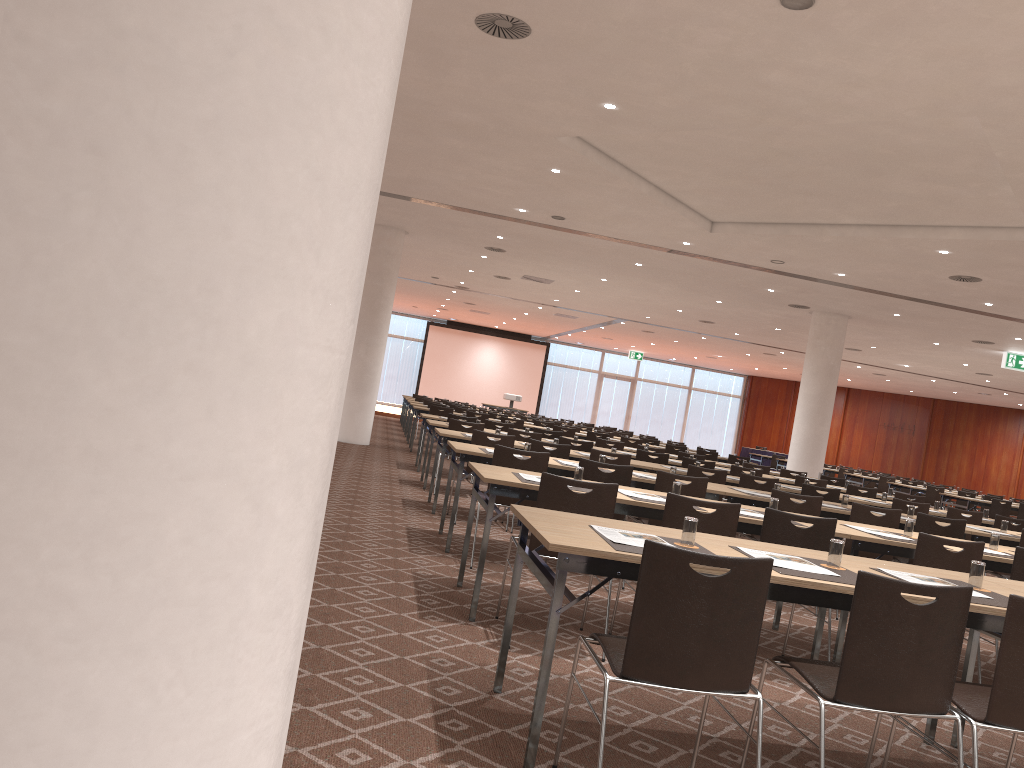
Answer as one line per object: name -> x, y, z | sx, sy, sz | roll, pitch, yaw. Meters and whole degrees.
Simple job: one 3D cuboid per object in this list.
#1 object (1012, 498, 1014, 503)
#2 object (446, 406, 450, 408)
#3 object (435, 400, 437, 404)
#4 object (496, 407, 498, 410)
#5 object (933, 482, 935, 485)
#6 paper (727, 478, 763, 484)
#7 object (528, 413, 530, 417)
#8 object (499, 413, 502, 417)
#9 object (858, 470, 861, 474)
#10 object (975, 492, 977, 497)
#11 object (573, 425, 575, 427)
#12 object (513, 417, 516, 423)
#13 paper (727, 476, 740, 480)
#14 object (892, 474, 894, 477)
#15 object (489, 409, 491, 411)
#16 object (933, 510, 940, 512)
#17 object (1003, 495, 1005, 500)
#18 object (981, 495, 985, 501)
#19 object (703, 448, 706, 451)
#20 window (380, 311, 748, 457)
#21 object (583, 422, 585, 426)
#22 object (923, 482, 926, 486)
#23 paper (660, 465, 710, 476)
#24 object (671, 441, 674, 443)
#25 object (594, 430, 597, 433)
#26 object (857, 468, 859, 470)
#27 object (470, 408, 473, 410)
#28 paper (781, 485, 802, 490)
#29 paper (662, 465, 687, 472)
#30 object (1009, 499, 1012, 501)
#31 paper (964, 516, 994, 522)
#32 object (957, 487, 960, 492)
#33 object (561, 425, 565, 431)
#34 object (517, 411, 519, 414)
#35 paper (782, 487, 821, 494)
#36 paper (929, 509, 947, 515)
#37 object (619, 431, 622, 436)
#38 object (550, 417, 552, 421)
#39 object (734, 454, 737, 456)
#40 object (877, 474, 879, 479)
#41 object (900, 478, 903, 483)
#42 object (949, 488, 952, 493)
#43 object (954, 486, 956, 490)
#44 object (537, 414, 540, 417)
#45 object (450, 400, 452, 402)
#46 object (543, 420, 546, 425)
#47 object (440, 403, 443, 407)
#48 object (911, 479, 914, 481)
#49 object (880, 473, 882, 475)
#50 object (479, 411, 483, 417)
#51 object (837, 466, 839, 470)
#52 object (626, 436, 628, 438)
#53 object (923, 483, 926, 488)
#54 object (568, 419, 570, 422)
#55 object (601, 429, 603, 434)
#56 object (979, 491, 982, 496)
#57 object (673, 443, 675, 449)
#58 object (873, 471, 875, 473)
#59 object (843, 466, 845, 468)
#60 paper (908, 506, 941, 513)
object -> 11.808, 2.747, 20.912 | 0.054, 0.114, 0.054 | 9, 0, 25
object -> -1.229, 0.475, 16.960 | 0.054, 0.114, 0.054 | 10, -1, -42
object -> -1.797, 0.440, 20.905 | 0.054, 0.114, 0.054 | 10, -1, -42
object -> -0.451, 0.766, 27.183 | 0.054, 0.114, 0.054 | 9, 0, 25
object -> 11.861, 2.819, 24.944 | 0.054, 0.114, 0.054 | 10, -1, -42
paper -> 2.554, 1.065, 9.800 | 0.460, 0.003, 0.565 | 10, -1, -8
object -> 0.481, 0.895, 25.292 | 0.054, 0.114, 0.054 | 9, 0, 25
object -> -0.253, 0.674, 19.121 | 0.054, 0.114, 0.054 | 10, -1, -42
object -> 9.655, 2.440, 24.624 | 0.054, 0.114, 0.054 | 10, 0, -20
object -> 10.858, 2.584, 20.765 | 0.054, 0.114, 0.054 | 10, -1, -42
object -> 1.345, 0.949, 19.348 | 0.054, 0.114, 0.054 | 10, -1, -42
object -> 0.047, 0.694, 17.133 | 0.054, 0.114, 0.054 | 9, 0, 25
paper -> 2.500, 1.053, 9.875 | 0.284, 0.006, 0.398 | 10, -1, -10
object -> 11.577, 2.802, 26.931 | 0.054, 0.114, 0.054 | 10, -1, -42
object -> -0.525, 0.659, 21.097 | 0.054, 0.114, 0.054 | 9, 0, 25
object -> 4.912, 1.471, 10.287 | 0.102, 0.001, 0.102 | 9, -1, 25
object -> 12.792, 2.948, 23.068 | 0.054, 0.114, 0.054 | 10, -1, -42
object -> 9.874, 2.383, 18.595 | 0.054, 0.114, 0.054 | 10, -1, -42
object -> 3.833, 1.345, 17.698 | 0.054, 0.114, 0.054 | 9, 0, 25
window -> -1.208, -0.394, 37.159 | 22.967, 3.872, 0.217 | 10, 0, -8
object -> 2.057, 1.166, 25.525 | 0.054, 0.114, 0.054 | 9, 0, 25
object -> 10.577, 2.567, 22.740 | 0.054, 0.114, 0.054 | 10, 0, -20
paper -> 1.925, 0.957, 9.732 | 0.460, 0.003, 0.565 | 10, -1, -7
object -> 3.558, 1.329, 19.684 | 0.054, 0.114, 0.054 | 9, 0, 25
object -> 1.630, 0.966, 17.375 | 0.054, 0.114, 0.054 | 10, -1, -42
object -> 11.294, 2.785, 28.911 | 0.054, 0.114, 0.054 | 10, -1, -42
object -> -0.871, 0.568, 19.020 | 0.054, 0.114, 0.054 | 10, -1, -42
paper -> 3.103, 1.157, 9.970 | 0.284, 0.006, 0.398 | 10, -1, -8
paper -> 1.842, 0.941, 9.801 | 0.283, 0.006, 0.398 | 10, -1, -7
object -> 10.506, 2.492, 18.686 | 0.054, 0.114, 0.054 | 10, -1, -42
paper -> 5.379, 1.551, 10.228 | 0.460, 0.003, 0.565 | 10, -1, -10
object -> 11.510, 2.727, 22.878 | 0.054, 0.114, 0.054 | 10, -1, -42
object -> 0.993, 0.857, 17.270 | 0.054, 0.114, 0.054 | 10, -1, -42
object -> 0.190, 0.876, 27.265 | 0.054, 0.114, 0.054 | 9, 0, 25
paper -> 3.165, 1.171, 9.915 | 0.460, 0.003, 0.565 | 10, -1, -10
paper -> 4.753, 1.443, 10.147 | 0.460, 0.003, 0.565 | 10, -1, -9
object -> 2.638, 1.203, 21.571 | 0.054, 0.114, 0.054 | 9, 0, 25
object -> 1.110, 1.003, 25.380 | 0.054, 0.114, 0.054 | 9, 0, 25
object -> 4.480, 1.456, 17.789 | 0.054, 0.114, 0.054 | 10, -1, -42
object -> 9.303, 2.348, 22.547 | 0.054, 0.114, 0.054 | 10, 0, -20
object -> 9.940, 2.458, 22.651 | 0.054, 0.114, 0.054 | 10, 0, -20
object -> 10.223, 2.475, 20.673 | 0.054, 0.114, 0.054 | 10, -1, -42
object -> 12.500, 2.929, 25.048 | 0.054, 0.114, 0.054 | 10, -1, -42
object -> 0.818, 0.984, 27.368 | 0.054, 0.114, 0.054 | 9, 0, 25
object -> -1.731, 0.514, 24.962 | 0.054, 0.114, 0.054 | 9, 0, 25
object -> 0.698, 0.838, 19.262 | 0.054, 0.114, 0.054 | 10, -1, -42
object -> -1.510, 0.458, 18.937 | 0.054, 0.114, 0.054 | 10, -1, -42
object -> 11.224, 2.710, 24.860 | 0.054, 0.114, 0.054 | 10, -1, -42
object -> 10.280, 2.547, 24.716 | 0.054, 0.114, 0.054 | 10, 0, -20
object -> -0.592, 0.585, 17.053 | 0.054, 0.114, 0.054 | 9, 0, 25
object -> 9.017, 2.330, 24.530 | 0.054, 0.114, 0.054 | 10, 0, -20
object -> 2.257, 1.074, 17.464 | 0.054, 0.114, 0.054 | 10, -1, -42
object -> 9.580, 2.364, 20.575 | 0.054, 0.114, 0.054 | 10, -1, -42
object -> 1.778, 1.149, 27.509 | 0.054, 0.114, 0.054 | 9, 0, 25
object -> 1.972, 1.057, 19.444 | 0.054, 0.114, 0.054 | 10, -1, -42
object -> 12.142, 2.836, 22.966 | 0.054, 0.114, 0.054 | 10, -1, -42
object -> 3.210, 1.238, 17.611 | 0.054, 0.114, 0.054 | 9, 0, 25
object -> 10.947, 2.693, 26.832 | 0.054, 0.114, 0.054 | 10, -1, -42
object -> 9.992, 2.529, 26.703 | 0.054, 0.114, 0.054 | 10, 0, -20
paper -> 4.694, 1.430, 10.197 | 0.284, 0.006, 0.398 | 10, -1, -11
